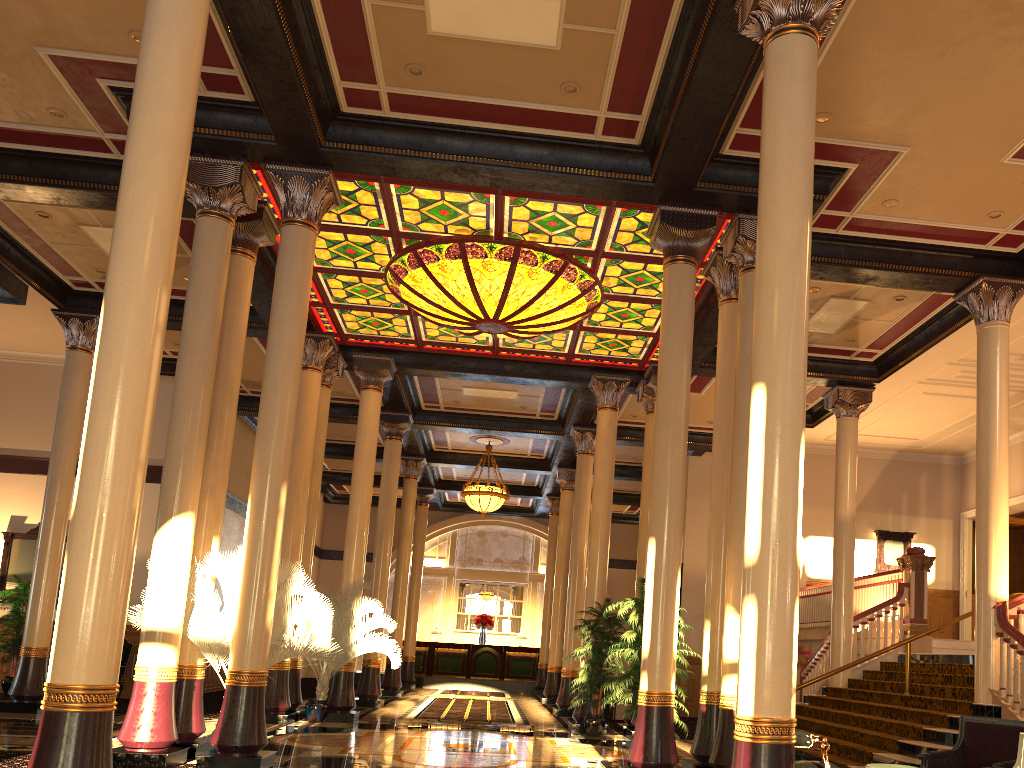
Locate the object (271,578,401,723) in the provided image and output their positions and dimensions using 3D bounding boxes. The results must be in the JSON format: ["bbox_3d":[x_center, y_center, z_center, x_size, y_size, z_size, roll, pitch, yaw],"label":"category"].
[{"bbox_3d":[-2.595,4.071,13.376,1.825,2.220,2.131,4,-12,1],"label":"object"}]

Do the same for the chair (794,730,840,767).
[{"bbox_3d":[2.348,2.999,7.079,0.732,1.074,0.771,1,-11,12],"label":"chair"}]

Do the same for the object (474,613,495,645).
[{"bbox_3d":[4.200,2.343,14.520,0.692,4.183,29.842,7,-17,-19],"label":"object"}]

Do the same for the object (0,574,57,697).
[{"bbox_3d":[-8.532,4.347,15.111,1.003,2.102,1.141,-6,-14,45],"label":"object"}]

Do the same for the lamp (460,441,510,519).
[{"bbox_3d":[-0.613,2.299,20.706,1.207,1.863,1.205,5,-11,-8],"label":"lamp"}]

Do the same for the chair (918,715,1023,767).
[{"bbox_3d":[3.524,3.001,6.584,0.676,0.899,0.669,11,-13,-32],"label":"chair"}]

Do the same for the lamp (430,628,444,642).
[{"bbox_3d":[-2.350,7.883,27.305,0.410,0.433,0.449,-7,-16,41],"label":"lamp"}]

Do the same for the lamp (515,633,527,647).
[{"bbox_3d":[0.290,8.104,27.558,0.410,0.433,0.449,-7,-16,41],"label":"lamp"}]

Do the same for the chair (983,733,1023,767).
[{"bbox_3d":[3.103,2.654,5.529,0.717,0.899,0.630,11,-13,-32],"label":"chair"}]

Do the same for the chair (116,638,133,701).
[{"bbox_3d":[-7.175,4.966,15.156,0.719,1.074,0.785,-1,-12,21],"label":"chair"}]

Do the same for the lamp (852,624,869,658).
[{"bbox_3d":[5.806,5.111,14.839,0.601,1.966,0.574,7,-9,-21],"label":"lamp"}]

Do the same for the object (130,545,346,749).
[{"bbox_3d":[-2.834,2.783,9.201,2.104,2.207,1.819,7,-12,-15],"label":"object"}]

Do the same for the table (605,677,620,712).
[{"bbox_3d":[1.754,6.672,18.665,1.111,0.754,1.678,4,-15,-2],"label":"table"}]

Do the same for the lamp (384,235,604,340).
[{"bbox_3d":[-0.246,-1.049,11.869,3.020,0.588,3.069,5,-17,-5],"label":"lamp"}]

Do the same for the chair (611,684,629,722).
[{"bbox_3d":[2.458,6.237,17.289,0.754,0.891,1.004,0,-13,17],"label":"chair"}]

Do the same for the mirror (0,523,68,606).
[{"bbox_3d":[-8.666,3.263,15.907,1.395,1.519,0.202,5,-8,-5],"label":"mirror"}]

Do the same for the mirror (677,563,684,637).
[{"bbox_3d":[3.682,4.932,20.403,0.257,1.940,1.821,4,-12,0],"label":"mirror"}]

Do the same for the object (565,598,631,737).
[{"bbox_3d":[1.346,4.372,13.452,1.061,2.102,1.081,6,-10,-14],"label":"object"}]

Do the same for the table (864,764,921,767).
[{"bbox_3d":[2.768,3.034,6.227,0.465,0.543,0.510,-5,-15,36],"label":"table"}]

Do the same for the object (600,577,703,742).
[{"bbox_3d":[1.490,3.125,9.384,1.003,2.102,1.141,-6,-14,45],"label":"object"}]
